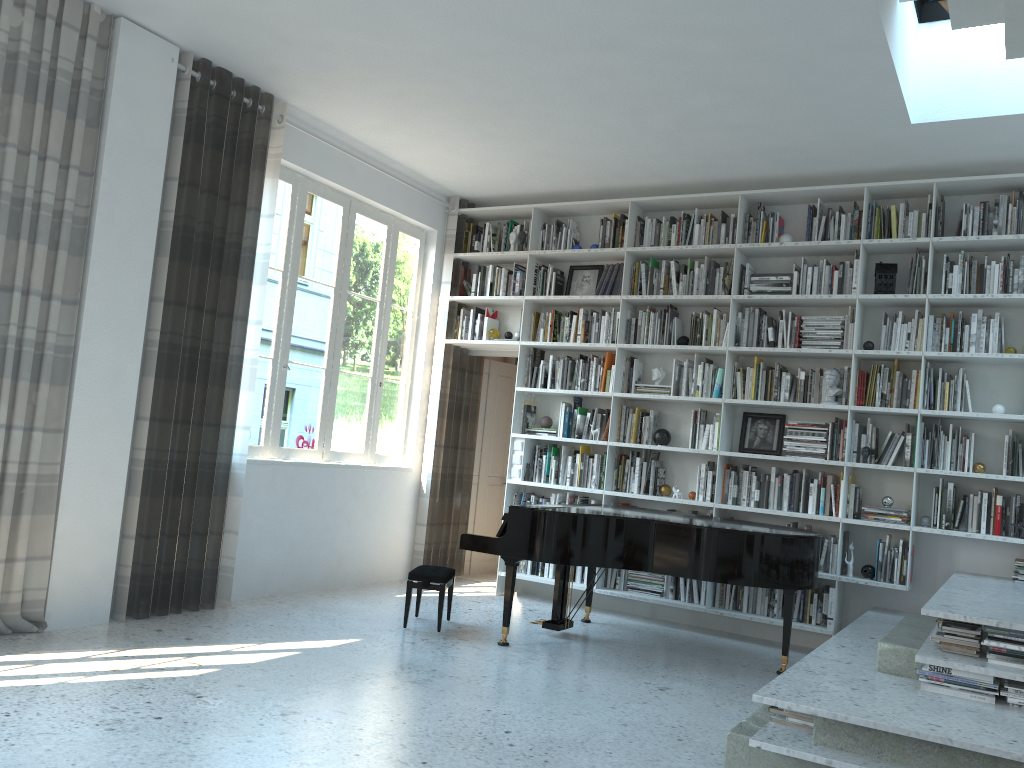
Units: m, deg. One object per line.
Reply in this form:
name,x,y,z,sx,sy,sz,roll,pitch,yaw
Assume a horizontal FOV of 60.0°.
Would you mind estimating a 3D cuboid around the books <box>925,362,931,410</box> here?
books,2.695,0.026,5.746,0.006,0.318,0.164,3,-4,30

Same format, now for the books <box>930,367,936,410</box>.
books,2.722,0.043,5.733,0.035,0.287,0.191,3,-4,30

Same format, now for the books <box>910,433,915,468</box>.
books,2.609,0.434,5.757,0.021,0.226,0.148,3,-4,30

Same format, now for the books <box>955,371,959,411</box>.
books,2.848,0.059,5.663,0.006,0.270,0.178,3,-4,30

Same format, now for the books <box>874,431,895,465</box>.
books,2.452,0.427,5.834,0.095,0.228,0.190,3,-4,30

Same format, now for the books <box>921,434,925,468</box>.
books,2.663,0.438,5.731,0.012,0.226,0.147,3,-4,30

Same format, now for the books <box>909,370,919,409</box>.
books,2.627,0.049,5.796,0.032,0.266,0.143,3,-4,30

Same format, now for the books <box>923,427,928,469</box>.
books,2.670,0.418,5.722,0.010,0.266,0.158,3,-4,30

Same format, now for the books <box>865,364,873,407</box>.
books,2.395,0.023,5.927,0.035,0.293,0.145,3,-4,30

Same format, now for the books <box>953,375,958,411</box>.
books,2.841,0.073,5.676,0.017,0.242,0.132,3,-4,30

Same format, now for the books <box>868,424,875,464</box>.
books,2.390,0.404,5.903,0.012,0.265,0.157,3,-4,30

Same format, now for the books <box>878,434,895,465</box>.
books,2.469,0.437,5.829,0.089,0.210,0.176,3,-4,30

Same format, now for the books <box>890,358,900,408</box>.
books,2.531,0.008,5.855,0.021,0.337,0.169,3,-4,30

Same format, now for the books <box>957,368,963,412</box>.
books,2.865,0.051,5.661,0.013,0.287,0.159,3,-4,30

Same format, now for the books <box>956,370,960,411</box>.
books,2.856,0.058,5.666,0.006,0.273,0.167,3,-4,30

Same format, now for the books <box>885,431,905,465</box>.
books,2.514,0.425,5.821,0.094,0.238,0.150,3,-4,30

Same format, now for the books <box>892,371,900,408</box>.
books,2.544,0.052,5.846,0.033,0.253,0.175,3,-4,30

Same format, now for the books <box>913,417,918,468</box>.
books,2.628,0.386,5.749,0.014,0.324,0.183,3,-4,30

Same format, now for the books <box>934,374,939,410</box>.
books,2.748,0.068,5.738,0.007,0.244,0.145,3,-4,30

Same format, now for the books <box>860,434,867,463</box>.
books,2.346,0.437,5.896,0.027,0.192,0.182,3,-4,30

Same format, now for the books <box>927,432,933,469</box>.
books,2.701,0.434,5.724,0.011,0.239,0.136,3,-4,30

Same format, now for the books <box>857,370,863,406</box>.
books,2.348,0.040,5.971,0.015,0.255,0.150,3,-4,30

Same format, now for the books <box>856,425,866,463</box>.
books,2.335,0.407,5.929,0.028,0.253,0.142,3,-4,30

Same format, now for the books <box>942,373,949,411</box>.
books,2.790,0.064,5.707,0.013,0.255,0.144,3,-4,30

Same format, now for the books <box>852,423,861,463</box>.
books,2.315,0.401,5.945,0.024,0.263,0.154,3,-4,30

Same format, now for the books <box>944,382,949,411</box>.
books,2.785,0.093,5.671,0.017,0.192,0.191,3,-4,30

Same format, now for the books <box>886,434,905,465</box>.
books,2.521,0.439,5.826,0.090,0.215,0.139,3,-4,30

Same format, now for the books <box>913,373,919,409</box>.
books,2.650,0.061,5.798,0.019,0.247,0.149,3,-4,30

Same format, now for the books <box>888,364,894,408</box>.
books,2.508,0.028,5.844,0.019,0.293,0.182,3,-4,30

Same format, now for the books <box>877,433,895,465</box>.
books,2.469,0.433,5.845,0.088,0.219,0.138,3,-4,30

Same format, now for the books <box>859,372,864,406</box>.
books,2.361,0.047,5.961,0.014,0.244,0.145,3,-4,30

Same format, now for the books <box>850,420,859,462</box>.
books,2.301,0.390,5.955,0.012,0.285,0.159,3,-4,30

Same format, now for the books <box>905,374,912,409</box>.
books,2.608,0.062,5.811,0.028,0.239,0.145,3,-4,30

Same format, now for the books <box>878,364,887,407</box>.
books,2.459,0.026,5.888,0.019,0.294,0.164,3,-4,30

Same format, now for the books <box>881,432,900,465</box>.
books,2.494,0.432,5.839,0.095,0.226,0.144,3,-4,30

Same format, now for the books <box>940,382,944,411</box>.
books,2.772,0.094,5.708,0.014,0.192,0.147,3,-4,30

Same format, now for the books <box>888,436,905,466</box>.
books,2.526,0.445,5.810,0.091,0.205,0.169,3,-4,30

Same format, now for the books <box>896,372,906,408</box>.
books,2.551,0.056,5.813,0.027,0.242,0.189,3,-4,30

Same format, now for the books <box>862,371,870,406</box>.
books,2.380,0.047,5.963,0.013,0.246,0.177,3,-4,30

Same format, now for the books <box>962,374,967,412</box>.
books,2.886,0.070,5.656,0.007,0.254,0.161,3,-4,30

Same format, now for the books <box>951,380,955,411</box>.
books,2.824,0.086,5.671,0.007,0.211,0.158,3,-4,30

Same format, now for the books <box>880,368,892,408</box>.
books,2.487,0.038,5.898,0.035,0.278,0.139,3,-4,30

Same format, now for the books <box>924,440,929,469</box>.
books,2.682,0.458,5.722,0.015,0.188,0.168,3,-4,30

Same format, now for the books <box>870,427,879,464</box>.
books,2.410,0.414,5.891,0.035,0.248,0.141,3,-4,30

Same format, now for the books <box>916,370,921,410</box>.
books,2.666,0.051,5.787,0.033,0.268,0.142,3,-4,30

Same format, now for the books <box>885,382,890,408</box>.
books,2.505,0.087,5.884,0.030,0.181,0.131,3,-4,30

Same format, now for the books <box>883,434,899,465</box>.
books,2.500,0.439,5.829,0.090,0.212,0.143,3,-4,30

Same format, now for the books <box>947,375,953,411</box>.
books,2.811,0.071,5.689,0.008,0.242,0.169,3,-4,30

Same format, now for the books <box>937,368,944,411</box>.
books,2.753,0.048,5.697,0.013,0.279,0.192,3,-4,30

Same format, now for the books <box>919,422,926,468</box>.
books,2.661,0.403,5.751,0.014,0.298,0.148,3,-4,30

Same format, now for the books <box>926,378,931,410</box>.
books,2.706,0.077,5.750,0.015,0.220,0.155,3,-4,30

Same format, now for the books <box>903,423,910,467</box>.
books,2.577,0.404,5.790,0.013,0.285,0.139,3,-4,30

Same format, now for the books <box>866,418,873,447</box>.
books,2.376,0.382,5.902,0.013,0.306,0.141,3,-4,30

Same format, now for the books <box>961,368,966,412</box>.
books,2.896,0.050,5.692,0.011,0.300,0.089,3,-4,30

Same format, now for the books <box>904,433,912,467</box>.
books,2.582,0.434,5.760,0.029,0.223,0.171,3,-4,30

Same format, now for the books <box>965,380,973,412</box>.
books,2.896,0.091,5.616,0.051,0.210,0.177,3,-4,30

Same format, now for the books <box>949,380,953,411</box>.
books,2.818,0.088,5.683,0.014,0.209,0.156,3,-4,30

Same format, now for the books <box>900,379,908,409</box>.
books,2.574,0.076,5.806,0.034,0.204,0.181,3,-4,30
